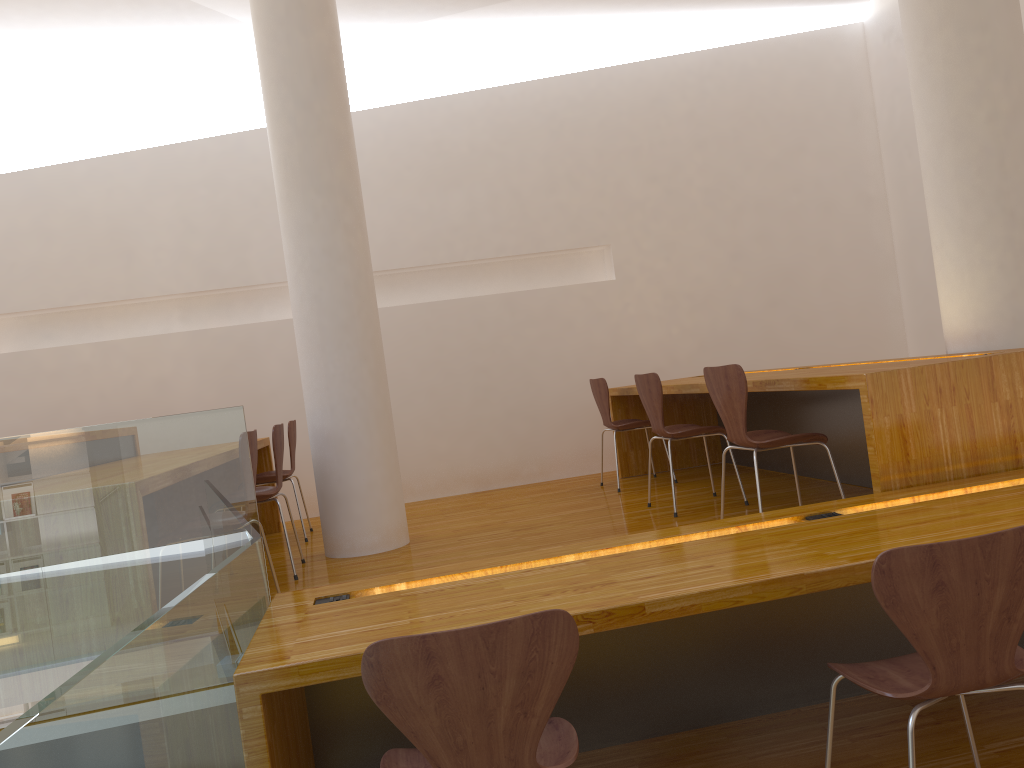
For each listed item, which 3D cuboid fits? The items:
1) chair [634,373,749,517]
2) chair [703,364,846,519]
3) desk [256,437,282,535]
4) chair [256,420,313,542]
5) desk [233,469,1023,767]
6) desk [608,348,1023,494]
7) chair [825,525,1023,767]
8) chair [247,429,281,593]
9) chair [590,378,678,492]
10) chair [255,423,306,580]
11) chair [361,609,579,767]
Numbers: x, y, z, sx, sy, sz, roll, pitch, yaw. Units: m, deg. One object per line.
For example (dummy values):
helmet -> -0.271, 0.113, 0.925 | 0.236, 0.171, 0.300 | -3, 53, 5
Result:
chair -> 0.873, 0.268, 4.425 | 0.381, 0.693, 0.428 | -8, 0, -9
chair -> 1.022, 0.248, 3.466 | 0.381, 0.693, 0.428 | -8, 0, -9
desk -> -2.011, 0.617, 3.911 | 1.527, 0.785, 3.243 | -8, 0, -9
chair -> -1.416, 0.580, 5.197 | 0.381, 0.693, 0.428 | -8, 0, -9
desk -> 0.983, 0.676, 2.392 | 3.185, 0.606, 0.760 | -8, 0, -9
desk -> 1.298, 0.249, 4.467 | 0.760, 0.606, 3.185 | -8, 0, -9
chair -> 0.895, 0.639, 1.885 | 0.428, 0.693, 0.381 | -8, 0, -9
chair -> -1.059, 0.533, 3.138 | 0.381, 0.693, 0.428 | -8, 0, -9
chair -> 0.739, 0.285, 5.537 | 0.381, 0.693, 0.428 | -8, 0, -9
chair -> -1.207, 0.553, 4.097 | 0.381, 0.693, 0.428 | -8, 0, -9
chair -> -0.056, 0.770, 1.735 | 0.428, 0.693, 0.381 | -8, 0, -9
